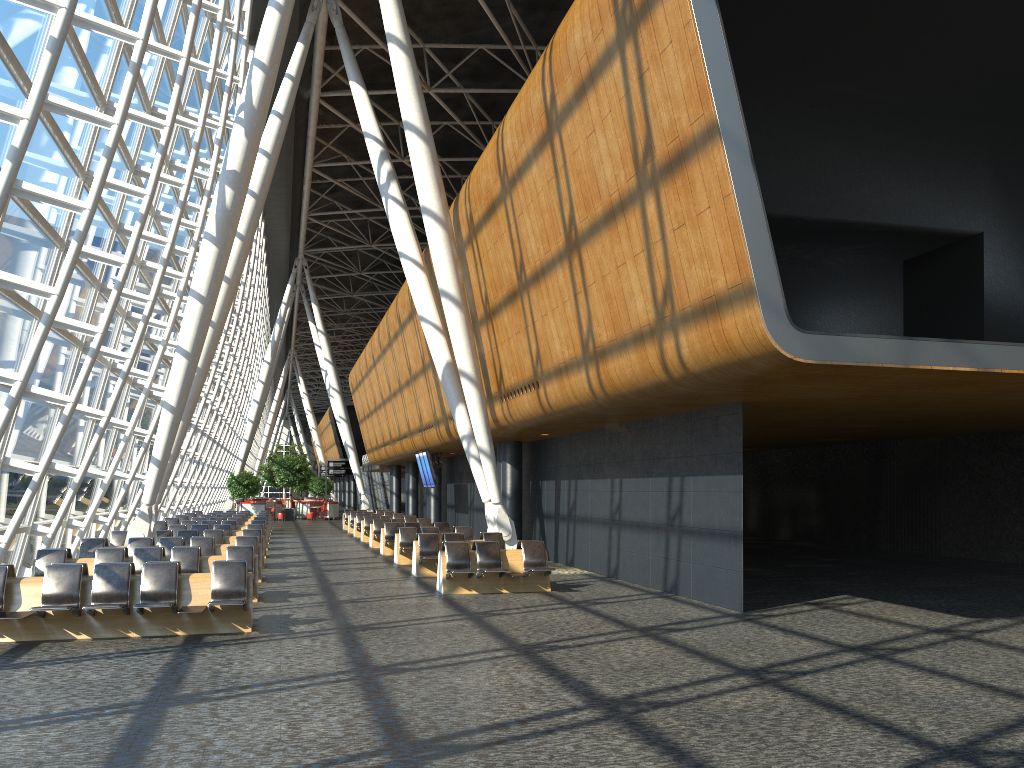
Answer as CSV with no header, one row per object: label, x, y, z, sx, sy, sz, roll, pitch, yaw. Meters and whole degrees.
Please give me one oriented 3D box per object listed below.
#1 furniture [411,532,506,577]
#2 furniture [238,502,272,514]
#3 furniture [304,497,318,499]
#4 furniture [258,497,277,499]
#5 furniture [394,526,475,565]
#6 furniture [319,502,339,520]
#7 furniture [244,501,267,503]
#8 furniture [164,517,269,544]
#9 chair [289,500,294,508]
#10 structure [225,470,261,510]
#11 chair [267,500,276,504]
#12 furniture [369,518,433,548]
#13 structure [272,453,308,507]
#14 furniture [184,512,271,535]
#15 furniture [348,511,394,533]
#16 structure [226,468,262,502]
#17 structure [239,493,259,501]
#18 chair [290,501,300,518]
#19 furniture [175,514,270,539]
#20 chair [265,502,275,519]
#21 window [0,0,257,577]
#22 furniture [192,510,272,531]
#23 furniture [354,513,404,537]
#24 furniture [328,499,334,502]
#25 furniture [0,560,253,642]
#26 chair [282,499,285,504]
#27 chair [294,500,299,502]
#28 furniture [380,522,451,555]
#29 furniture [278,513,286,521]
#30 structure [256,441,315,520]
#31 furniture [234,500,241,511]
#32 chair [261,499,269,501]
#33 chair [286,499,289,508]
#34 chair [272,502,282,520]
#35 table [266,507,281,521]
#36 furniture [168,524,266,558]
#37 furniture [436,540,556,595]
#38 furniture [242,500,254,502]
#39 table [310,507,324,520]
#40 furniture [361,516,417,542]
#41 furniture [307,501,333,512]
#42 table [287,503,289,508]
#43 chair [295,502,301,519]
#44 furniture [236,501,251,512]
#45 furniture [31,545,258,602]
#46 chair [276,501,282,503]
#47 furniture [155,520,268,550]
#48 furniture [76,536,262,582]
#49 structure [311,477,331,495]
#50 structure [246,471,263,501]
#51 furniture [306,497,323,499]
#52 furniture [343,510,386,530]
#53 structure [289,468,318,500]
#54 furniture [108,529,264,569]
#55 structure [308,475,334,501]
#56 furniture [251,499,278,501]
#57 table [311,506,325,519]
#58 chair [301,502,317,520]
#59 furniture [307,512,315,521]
furniture,-1.088,3.527,18.301,1.897,0.866,1.668,2,-6,-15
furniture,-14.606,7.194,49.803,2.834,1.005,0.891,-6,-6,43
furniture,-22.564,13.225,99.887,1.897,0.866,1.668,2,-6,-15
furniture,-27.894,13.027,98.243,3.252,0.866,1.668,2,-6,-15
furniture,-1.852,3.872,21.202,1.897,0.866,1.668,2,-6,-15
furniture,-10.632,7.405,51.557,0.888,1.003,2.845,0,-6,-2
furniture,-16.514,8.056,57.051,2.834,1.005,0.891,-6,-6,43
furniture,-9.473,4.708,28.261,3.252,0.866,1.668,2,-6,-15
chair,-15.027,8.555,61.243,0.661,1.008,0.624,-1,-2,20
structure,-14.703,6.119,48.152,1.782,2.772,1.737,-2,-3,33
chair,-16.049,8.208,58.329,0.622,1.008,0.663,0,-3,10
furniture,-3.379,4.561,27.004,1.897,0.866,1.668,2,-6,-15
structure,-17.137,7.539,67.488,3.093,4.521,5.772,0,-4,8
furniture,-11.000,5.397,34.063,3.252,0.866,1.668,2,-6,-15
furniture,-5.670,5.596,35.707,1.897,0.866,1.668,2,-6,-15
structure,-15.529,6.355,50.938,1.921,2.961,1.868,2,-3,-41
structure,-17.588,7.297,58.209,1.806,2.806,1.761,-2,-3,33
chair,-13.119,7.694,53.995,0.661,1.008,0.624,-1,-2,20
furniture,-10.237,5.052,31.162,3.252,0.866,1.668,2,-6,-15
chair,-14.142,7.346,51.081,0.622,1.008,0.663,0,-3,10
window,-22.644,3.690,75.259,3.720,13.985,167.082,0,-7,-15
furniture,-11.764,5.742,36.964,3.252,0.866,1.668,2,-6,-15
furniture,-4.907,5.251,32.806,1.897,0.866,1.668,2,-6,-15
furniture,-16.455,10.466,76.679,1.897,0.866,1.668,2,-6,-15
furniture,-4.891,2.638,10.855,3.252,0.866,1.668,2,-6,-15
chair,-17.895,9.386,68.232,0.661,1.008,0.624,1,-3,-30
chair,-14.464,8.432,60.205,0.623,1.008,0.663,-1,-3,20
furniture,-2.616,4.216,24.103,1.897,0.866,1.668,2,-6,-15
furniture,-12.729,7.346,48.763,0.443,0.459,0.444,-2,-4,28
structure,-13.494,5.691,51.944,3.094,4.522,5.827,1,-5,-22
furniture,-21.021,9.923,72.134,3.252,0.866,1.668,2,-6,-15
chair,-18.329,8.995,64.956,0.662,1.008,0.624,-2,-3,40
chair,-16.311,8.993,64.925,0.661,1.008,0.624,1,-3,-30
chair,-13.459,7.205,49.887,0.661,1.008,0.625,0,-2,10
table,-13.234,7.210,48.847,0.800,0.748,0.801,4,-5,-43
furniture,-7.946,4.018,22.459,3.252,0.866,1.668,2,-6,-15
furniture,-0.325,3.182,15.400,1.897,0.866,1.668,2,-6,-15
furniture,-17.753,8.375,59.737,0.888,1.003,2.845,0,-6,-2
table,-11.052,7.352,50.022,0.798,0.748,0.803,0,-4,2
furniture,-4.143,4.906,29.905,1.897,0.866,1.668,2,-6,-15
furniture,-11.871,7.724,54.243,2.834,1.005,0.891,-6,-6,43
table,-16.176,8.997,63.869,0.799,0.748,0.802,2,-4,-28
chair,-12.556,7.571,52.957,0.623,1.008,0.663,-1,-3,20
furniture,-15.845,7.513,52.489,0.888,1.003,2.845,0,-6,-2
furniture,-5.655,2.983,13.756,3.252,0.866,1.668,2,-6,-15
chair,-15.367,8.066,57.135,0.661,1.008,0.625,0,-2,10
furniture,-8.709,4.363,25.360,3.252,0.866,1.668,2,-6,-15
furniture,-6.419,3.328,16.657,3.252,0.866,1.668,2,-6,-15
structure,-15.383,8.655,70.373,1.937,2.988,1.888,-2,-3,33
structure,-16.519,6.904,55.061,1.834,2.845,1.787,-2,-3,33
furniture,-21.037,12.536,94.085,1.897,0.866,1.668,2,-6,-15
furniture,-6.434,5.941,38.608,1.897,0.866,1.668,2,-6,-15
structure,-15.092,7.579,63.348,2.279,3.468,2.227,0,-2,-2
furniture,-7.182,3.673,19.558,3.252,0.866,1.668,2,-6,-15
structure,-13.047,7.557,60.227,1.782,2.772,1.737,-2,-3,33
furniture,-19.094,9.405,68.403,0.889,1.004,2.841,-2,-6,28
table,-11.320,7.531,51.533,0.798,0.748,0.803,0,-4,2
chair,-11.695,7.322,50.869,0.623,1.008,0.663,-1,-3,30
furniture,-11.318,7.444,49.583,0.443,0.459,0.445,0,-4,-2
